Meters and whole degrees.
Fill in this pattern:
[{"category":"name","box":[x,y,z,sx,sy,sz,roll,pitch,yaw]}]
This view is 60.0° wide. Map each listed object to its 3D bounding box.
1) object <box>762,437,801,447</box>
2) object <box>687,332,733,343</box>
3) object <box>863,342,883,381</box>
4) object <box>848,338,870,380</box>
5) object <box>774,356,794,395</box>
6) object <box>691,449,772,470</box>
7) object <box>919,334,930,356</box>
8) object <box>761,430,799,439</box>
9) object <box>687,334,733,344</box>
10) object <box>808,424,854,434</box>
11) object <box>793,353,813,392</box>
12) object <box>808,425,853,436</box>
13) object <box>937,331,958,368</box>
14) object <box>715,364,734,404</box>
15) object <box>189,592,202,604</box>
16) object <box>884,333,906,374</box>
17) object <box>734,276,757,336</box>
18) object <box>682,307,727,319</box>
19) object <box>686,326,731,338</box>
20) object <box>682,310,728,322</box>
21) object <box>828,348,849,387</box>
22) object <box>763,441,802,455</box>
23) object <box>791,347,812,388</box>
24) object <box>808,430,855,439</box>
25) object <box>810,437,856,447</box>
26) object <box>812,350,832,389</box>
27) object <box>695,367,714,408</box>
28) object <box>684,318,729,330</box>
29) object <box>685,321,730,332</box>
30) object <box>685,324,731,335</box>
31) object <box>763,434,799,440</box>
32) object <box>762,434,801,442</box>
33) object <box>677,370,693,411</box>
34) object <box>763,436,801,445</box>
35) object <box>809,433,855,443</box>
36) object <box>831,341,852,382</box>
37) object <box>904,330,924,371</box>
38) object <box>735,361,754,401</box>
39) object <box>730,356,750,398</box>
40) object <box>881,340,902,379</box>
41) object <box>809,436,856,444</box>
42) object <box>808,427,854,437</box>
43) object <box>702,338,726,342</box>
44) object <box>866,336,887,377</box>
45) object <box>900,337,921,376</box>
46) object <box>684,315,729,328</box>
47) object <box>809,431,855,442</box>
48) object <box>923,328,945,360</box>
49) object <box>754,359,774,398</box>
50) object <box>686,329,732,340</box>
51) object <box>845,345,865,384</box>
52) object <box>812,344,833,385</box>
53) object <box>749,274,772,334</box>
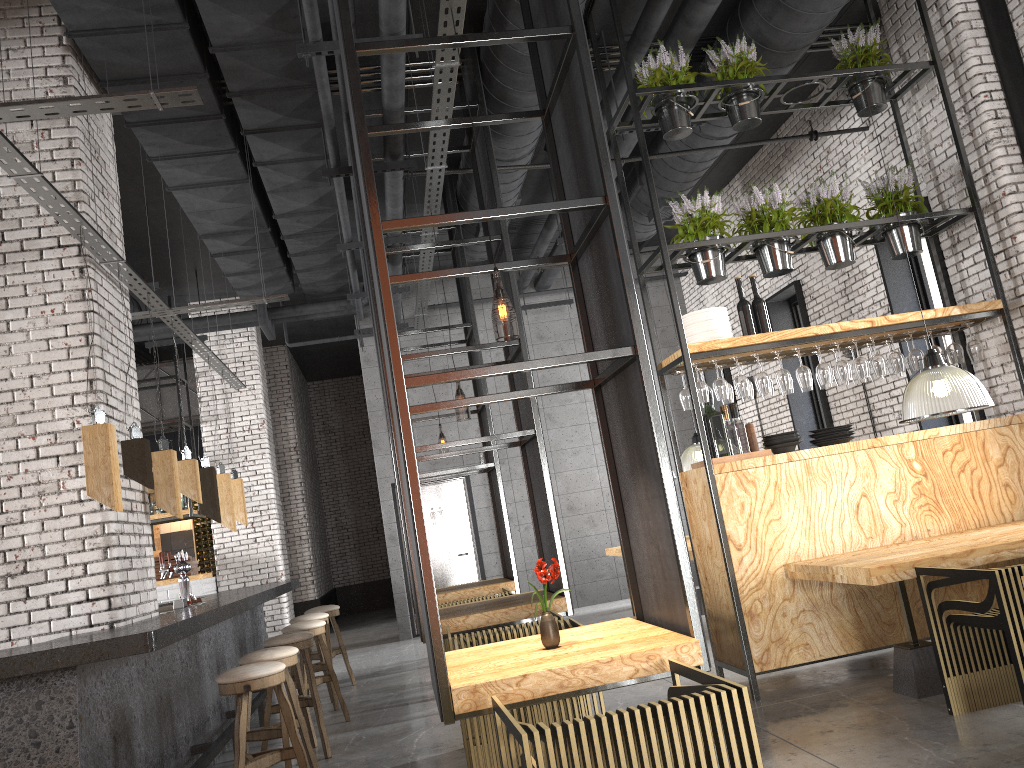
[{"category":"object","box":[1.825,0.419,5.978,0.257,0.076,0.256,-8,-9,-9]},{"category":"object","box":[1.341,-0.296,6.058,0.335,0.037,0.333,-2,-12,-42]},{"category":"object","box":[2.577,-0.157,6.326,0.100,0.268,0.101,-15,-11,27]},{"category":"object","box":[2.352,-0.169,6.006,0.100,0.268,0.101,-15,-11,27]},{"category":"object","box":[1.907,-0.059,6.220,0.100,0.268,0.101,-15,-11,27]},{"category":"object","box":[1.470,0.514,5.965,0.411,0.050,0.410,-8,-9,-10]},{"category":"object","box":[3.009,-0.219,6.394,0.101,0.268,0.101,-14,-11,22]},{"category":"object","box":[1.818,0.365,5.987,0.256,0.077,0.256,-14,-10,28]},{"category":"object","box":[1.343,-0.278,6.056,0.335,0.046,0.333,-5,-10,-28]},{"category":"object","box":[2.165,0.316,6.024,0.306,0.040,0.304,-5,-10,-26]},{"category":"object","box":[2.051,-0.080,6.243,0.100,0.268,0.101,-15,-11,27]},{"category":"object","box":[2.166,0.330,6.021,0.305,0.049,0.305,-12,-9,16]},{"category":"object","box":[3.154,-0.240,6.417,0.101,0.268,0.101,-14,-11,22]},{"category":"object","box":[1.475,0.003,6.152,0.100,0.268,0.101,-15,-11,27]},{"category":"object","box":[-2.478,1.661,6.894,0.091,0.091,0.177,-3,-11,-33]},{"category":"object","box":[2.613,-0.207,6.047,0.100,0.268,0.101,-15,-11,27]},{"category":"object","box":[1.610,-0.514,6.136,0.098,0.473,0.097,-4,-12,-31]},{"category":"object","box":[1.312,-0.463,6.088,0.335,0.039,0.333,-3,-11,-35]},{"category":"object","box":[1.334,-0.334,6.065,0.335,0.039,0.333,-2,-12,-42]},{"category":"object","box":[1.315,-0.444,6.084,0.335,0.039,0.333,-4,-11,-33]},{"category":"object","box":[2.316,-0.119,6.285,0.100,0.268,0.101,-15,-11,27]},{"category":"object","box":[1.830,0.441,5.973,0.257,0.068,0.256,-9,-9,-1]},{"category":"object","box":[1.943,-0.109,5.942,0.100,0.268,0.101,-15,-11,27]},{"category":"object","box":[2.171,0.355,6.015,0.305,0.042,0.306,-17,-11,38]},{"category":"object","box":[2.179,0.404,6.007,0.305,0.035,0.305,-14,-10,28]},{"category":"object","box":[2.188,-0.100,6.264,0.100,0.268,0.101,-15,-11,27]},{"category":"object","box":[1.330,0.024,6.129,0.100,0.268,0.101,-15,-11,27]},{"category":"object","box":[1.324,-0.387,6.074,0.335,0.043,0.333,-5,-10,-25]},{"category":"object","box":[1.328,-0.368,6.071,0.334,0.039,0.333,-9,-9,-1]},{"category":"object","box":[1.331,-0.353,6.068,0.334,0.041,0.334,-12,-9,13]},{"category":"object","box":[1.821,0.390,5.983,0.257,0.072,0.256,-8,-9,-9]},{"category":"object","box":[1.822,0.394,5.982,0.257,0.072,0.256,-3,-11,-36]},{"category":"object","box":[1.195,0.044,6.107,0.100,0.268,0.101,-15,-11,27]},{"category":"object","box":[1.825,0.411,5.980,0.257,0.076,0.256,-12,-9,16]},{"category":"object","box":[2.175,0.378,6.011,0.306,0.044,0.304,-8,-9,-8]},{"category":"object","box":[2.224,-0.150,5.986,0.100,0.268,0.101,-15,-11,27]},{"category":"object","box":[2.757,-0.228,6.070,0.101,0.268,0.101,-14,-11,22]},{"category":"object","box":[1.619,-0.017,6.174,0.100,0.268,0.101,-15,-11,27]},{"category":"object","box":[1.511,-0.047,5.873,0.100,0.268,0.101,-15,-11,27]},{"category":"object","box":[2.721,-0.177,6.349,0.101,0.268,0.101,-14,-11,22]},{"category":"object","box":[2.177,0.393,6.008,0.305,0.041,0.305,-11,-9,8]},{"category":"object","box":[2.169,0.341,6.018,0.306,0.038,0.305,-8,-9,-8]},{"category":"object","box":[1.347,-0.258,6.051,0.334,0.033,0.334,-15,-10,29]},{"category":"object","box":[2.478,-0.187,6.026,0.100,0.268,0.101,-15,-11,27]},{"category":"object","box":[2.865,-0.198,6.371,0.101,0.268,0.101,-14,-11,22]},{"category":"object","box":[1.321,-0.406,6.078,0.335,0.041,0.333,-2,-11,-39]},{"category":"object","box":[2.172,0.370,6.013,0.304,0.046,0.306,-17,-11,38]},{"category":"object","box":[2.901,-0.249,6.093,0.101,0.268,0.101,-14,-11,22]},{"category":"object","box":[1.763,-0.038,6.197,0.100,0.268,0.101,-15,-11,27]},{"category":"object","box":[1.337,-0.315,6.061,0.334,0.040,0.333,-1,-12,-44]},{"category":"object","box":[2.442,-0.137,6.304,0.100,0.268,0.101,-15,-11,27]},{"category":"object","box":[2.087,-0.130,5.964,0.100,0.268,0.101,-15,-11,27]},{"category":"object","box":[1.716,-0.529,6.153,0.098,0.473,0.097,-4,-12,-31]}]
